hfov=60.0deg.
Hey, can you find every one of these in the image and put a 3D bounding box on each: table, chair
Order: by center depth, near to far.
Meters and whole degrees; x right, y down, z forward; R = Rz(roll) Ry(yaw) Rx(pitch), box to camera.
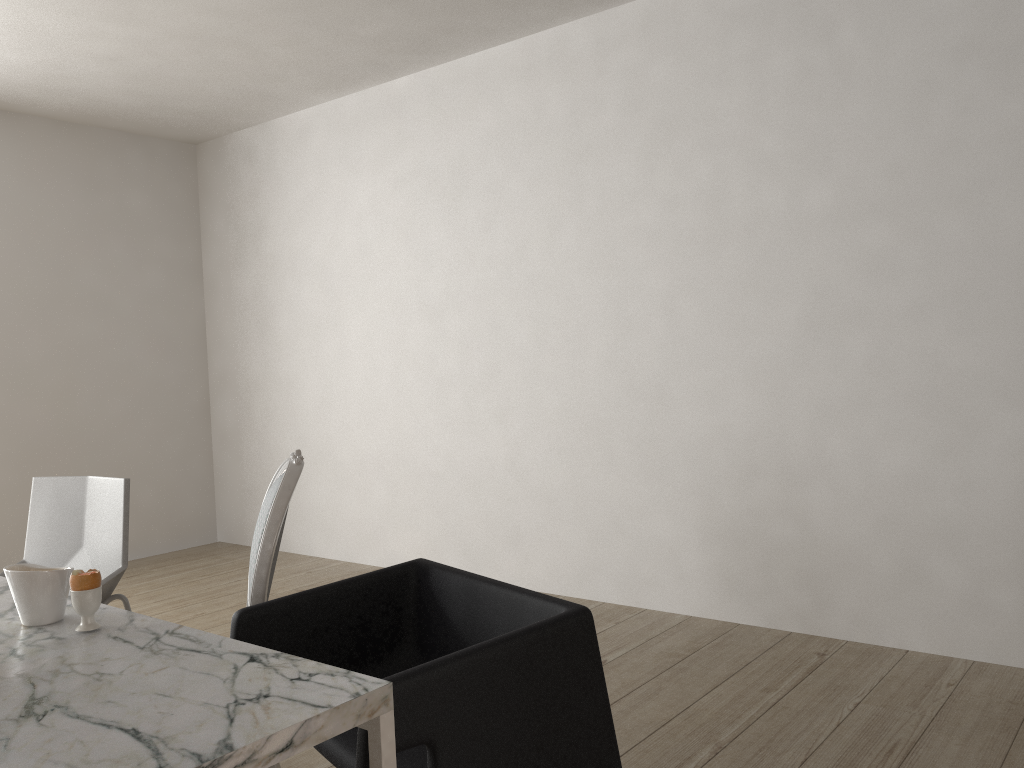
[{"bbox_3d":[-1.117,0.733,1.422,1.781,0.583,0.870,-1,2,38],"label":"table"},{"bbox_3d":[-0.173,0.684,1.612,0.609,0.597,0.569,-4,2,-37],"label":"chair"},{"bbox_3d":[-0.691,0.574,1.939,0.505,0.833,0.480,-3,2,-19],"label":"chair"},{"bbox_3d":[-1.254,0.638,2.319,0.470,0.745,0.439,-2,2,23],"label":"chair"}]

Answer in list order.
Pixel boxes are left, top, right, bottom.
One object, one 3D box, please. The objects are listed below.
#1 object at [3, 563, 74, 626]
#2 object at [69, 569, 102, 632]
[{"bbox_3d":[-0.858,0.372,1.610,0.110,0.105,0.170,-4,2,-32],"label":"object"},{"bbox_3d":[-0.727,0.367,1.517,0.050,0.101,0.050,-2,2,34],"label":"object"}]
